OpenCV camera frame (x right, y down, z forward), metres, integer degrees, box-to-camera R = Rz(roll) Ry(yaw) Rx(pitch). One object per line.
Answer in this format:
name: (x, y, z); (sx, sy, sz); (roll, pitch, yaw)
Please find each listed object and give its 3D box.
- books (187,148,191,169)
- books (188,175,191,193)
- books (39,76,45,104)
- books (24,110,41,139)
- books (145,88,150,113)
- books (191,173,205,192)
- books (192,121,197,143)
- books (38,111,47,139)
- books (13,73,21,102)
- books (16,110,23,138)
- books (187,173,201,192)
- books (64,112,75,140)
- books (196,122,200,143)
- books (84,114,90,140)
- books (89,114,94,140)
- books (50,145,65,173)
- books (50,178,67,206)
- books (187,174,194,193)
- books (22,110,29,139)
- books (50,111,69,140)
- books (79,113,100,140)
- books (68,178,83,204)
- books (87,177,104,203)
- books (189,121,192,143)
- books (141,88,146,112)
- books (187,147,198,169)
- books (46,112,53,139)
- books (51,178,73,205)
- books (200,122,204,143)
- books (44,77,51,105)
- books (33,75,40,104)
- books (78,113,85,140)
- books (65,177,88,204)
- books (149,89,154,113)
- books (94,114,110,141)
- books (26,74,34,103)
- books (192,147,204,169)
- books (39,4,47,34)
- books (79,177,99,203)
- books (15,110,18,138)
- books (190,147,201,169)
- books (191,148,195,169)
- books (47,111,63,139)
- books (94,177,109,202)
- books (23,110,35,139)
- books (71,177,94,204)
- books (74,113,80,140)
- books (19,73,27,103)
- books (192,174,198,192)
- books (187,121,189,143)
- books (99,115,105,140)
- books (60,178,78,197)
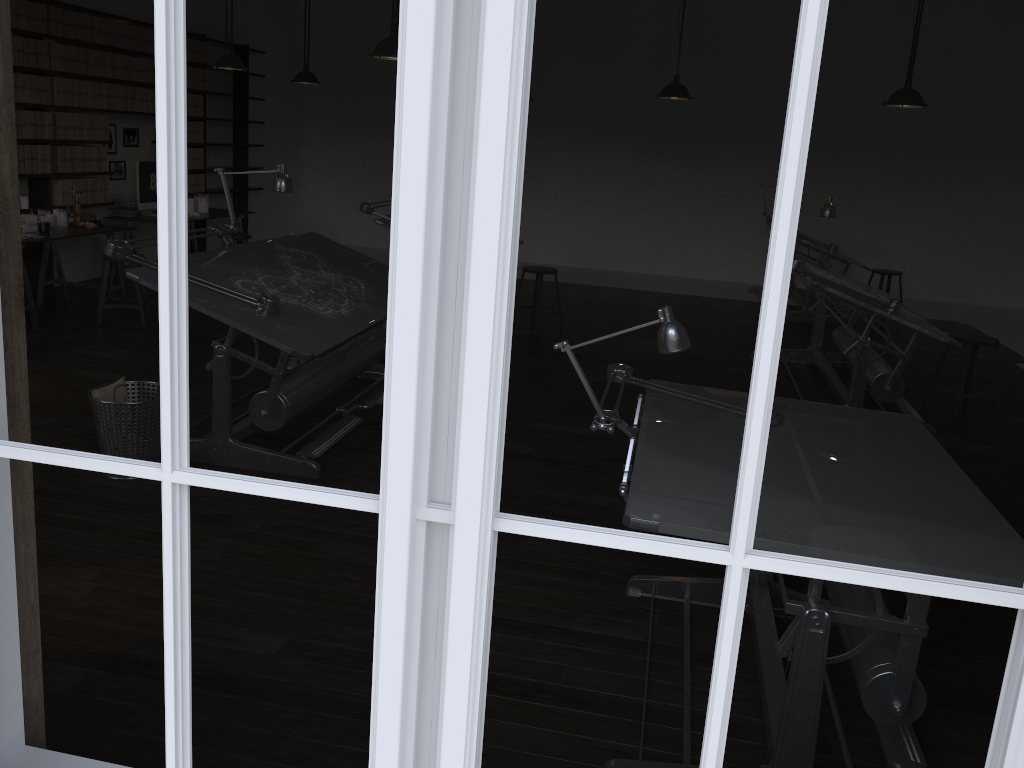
books: (-3.474, -2.372, 9.309); (0.174, 0.223, 0.067); (7, 13, 10)
books: (-3.493, -2.106, 9.372); (0.175, 0.223, 0.067); (7, 13, 10)
books: (-3.847, -2.359, 7.105); (0.175, 0.223, 0.067); (7, 13, 10)
books: (-3.880, -2.077, 7.105); (0.175, 0.223, 0.067); (7, 13, 10)
books: (-3.575, -2.726, 8.500); (0.174, 0.223, 0.067); (7, 13, 10)
books: (-3.438, -2.173, 9.632); (0.175, 0.223, 0.067); (7, 13, 10)
books: (-3.430, -2.666, 9.361); (0.175, 0.223, 0.067); (7, 13, 10)
books: (-3.868, -2.094, 7.173); (0.174, 0.223, 0.067); (7, 13, 10)
books: (-3.902, -2.292, 6.845); (0.174, 0.223, 0.067); (7, 13, 10)
books: (-3.917, -2.027, 6.913); (0.175, 0.223, 0.067); (7, 13, 10)
books: (-3.457, -2.158, 9.571); (0.174, 0.223, 0.067); (7, 13, 10)
books: (-3.800, -2.181, 7.487); (0.175, 0.223, 0.067); (7, 13, 10)
books: (-3.422, -2.685, 9.433); (0.175, 0.223, 0.067); (7, 13, 10)
books: (-3.760, -2.231, 7.681); (0.175, 0.223, 0.067); (7, 13, 10)
books: (-3.753, -2.249, 7.747); (0.175, 0.223, 0.067); (7, 13, 10)
books: (-3.848, -1.886, 7.429); (0.175, 0.223, 0.067); (7, 13, 10)
books: (-3.864, -1.619, 7.489); (0.174, 0.223, 0.067); (7, 13, 10)
books: (-3.478, -2.122, 9.435); (0.175, 0.223, 0.067); (7, 13, 10)
books: (-3.904, -2.042, 6.973); (0.175, 0.223, 0.067); (7, 13, 10)
books: (-3.817, -2.164, 7.420); (0.175, 0.223, 0.067); (7, 13, 10)
books: (-3.740, -2.266, 7.815); (0.174, 0.223, 0.067); (7, 13, 10)
books: (-3.825, -1.671, 7.689); (0.175, 0.223, 0.067); (7, 13, 10)
books: (-3.769, -1.742, 7.964); (0.174, 0.223, 0.067); (7, 13, 10)
books: (-3.450, -2.648, 9.290); (0.175, 0.223, 0.067); (7, 13, 10)
books: (-3.584, -2.708, 8.432); (0.174, 0.223, 0.067); (7, 13, 10)
books: (-3.444, -2.406, 9.442); (0.175, 0.223, 0.067); (7, 13, 10)
books: (-3.849, -2.109, 7.234); (0.175, 0.223, 0.067); (7, 13, 10)
books: (-3.847, -1.637, 7.558); (0.175, 0.223, 0.067); (7, 13, 10)
books: (-3.405, -2.703, 9.506); (0.175, 0.223, 0.067); (7, 13, 10)
books: (-3.835, -2.376, 7.173); (0.175, 0.223, 0.067); (7, 13, 10)
books: (-3.855, -2.343, 7.044); (0.175, 0.223, 0.067); (7, 13, 10)
books: (-3.778, -2.215, 7.618); (0.175, 0.223, 0.067); (7, 13, 10)
books: (-3.815, -1.688, 7.753); (0.175, 0.223, 0.067); (7, 13, 10)
books: (-3.560, -2.743, 8.567); (0.175, 0.223, 0.067); (7, 13, 10)
books: (-3.714, -2.302, 7.952); (0.175, 0.223, 0.067); (7, 13, 10)
books: (-3.868, -2.326, 6.980); (0.175, 0.223, 0.067); (7, 13, 10)
books: (-3.424, -2.440, 9.571); (0.175, 0.223, 0.067); (7, 13, 10)
books: (-3.796, -2.903, 7.037); (0.174, 0.223, 0.067); (7, 13, 10)
books: (-3.787, -1.725, 7.896); (0.175, 0.223, 0.067); (7, 13, 10)
books: (-3.925, -2.010, 6.848); (0.175, 0.223, 0.067); (7, 13, 10)
books: (-3.436, -2.423, 9.504); (0.175, 0.223, 0.067); (7, 13, 10)
books: (-3.457, -2.390, 9.378); (0.175, 0.223, 0.067); (7, 13, 10)
books: (-3.832, -2.147, 7.353); (0.174, 0.223, 0.067); (7, 13, 10)
books: (-3.759, -1.760, 8.032); (0.174, 0.223, 0.067); (7, 13, 10)
books: (-3.889, -2.059, 7.037); (0.175, 0.223, 0.067); (7, 13, 10)
books: (-3.796, -1.706, 7.823); (0.175, 0.223, 0.067); (7, 13, 10)
books: (-3.788, -2.199, 7.557); (0.175, 0.223, 0.067); (7, 13, 10)
books: (-3.885, -2.308, 6.911); (0.174, 0.223, 0.067); (7, 13, 10)
books: (-3.469, -2.140, 9.503); (0.175, 0.223, 0.067); (7, 13, 10)
books: (-3.459, -2.629, 9.221); (0.174, 0.223, 0.067); (7, 13, 10)
books: (-3.723, -2.283, 7.883); (0.174, 0.223, 0.067); (7, 13, 10)
books: (-3.833, -1.655, 7.628); (0.175, 0.223, 0.067); (7, 13, 10)
